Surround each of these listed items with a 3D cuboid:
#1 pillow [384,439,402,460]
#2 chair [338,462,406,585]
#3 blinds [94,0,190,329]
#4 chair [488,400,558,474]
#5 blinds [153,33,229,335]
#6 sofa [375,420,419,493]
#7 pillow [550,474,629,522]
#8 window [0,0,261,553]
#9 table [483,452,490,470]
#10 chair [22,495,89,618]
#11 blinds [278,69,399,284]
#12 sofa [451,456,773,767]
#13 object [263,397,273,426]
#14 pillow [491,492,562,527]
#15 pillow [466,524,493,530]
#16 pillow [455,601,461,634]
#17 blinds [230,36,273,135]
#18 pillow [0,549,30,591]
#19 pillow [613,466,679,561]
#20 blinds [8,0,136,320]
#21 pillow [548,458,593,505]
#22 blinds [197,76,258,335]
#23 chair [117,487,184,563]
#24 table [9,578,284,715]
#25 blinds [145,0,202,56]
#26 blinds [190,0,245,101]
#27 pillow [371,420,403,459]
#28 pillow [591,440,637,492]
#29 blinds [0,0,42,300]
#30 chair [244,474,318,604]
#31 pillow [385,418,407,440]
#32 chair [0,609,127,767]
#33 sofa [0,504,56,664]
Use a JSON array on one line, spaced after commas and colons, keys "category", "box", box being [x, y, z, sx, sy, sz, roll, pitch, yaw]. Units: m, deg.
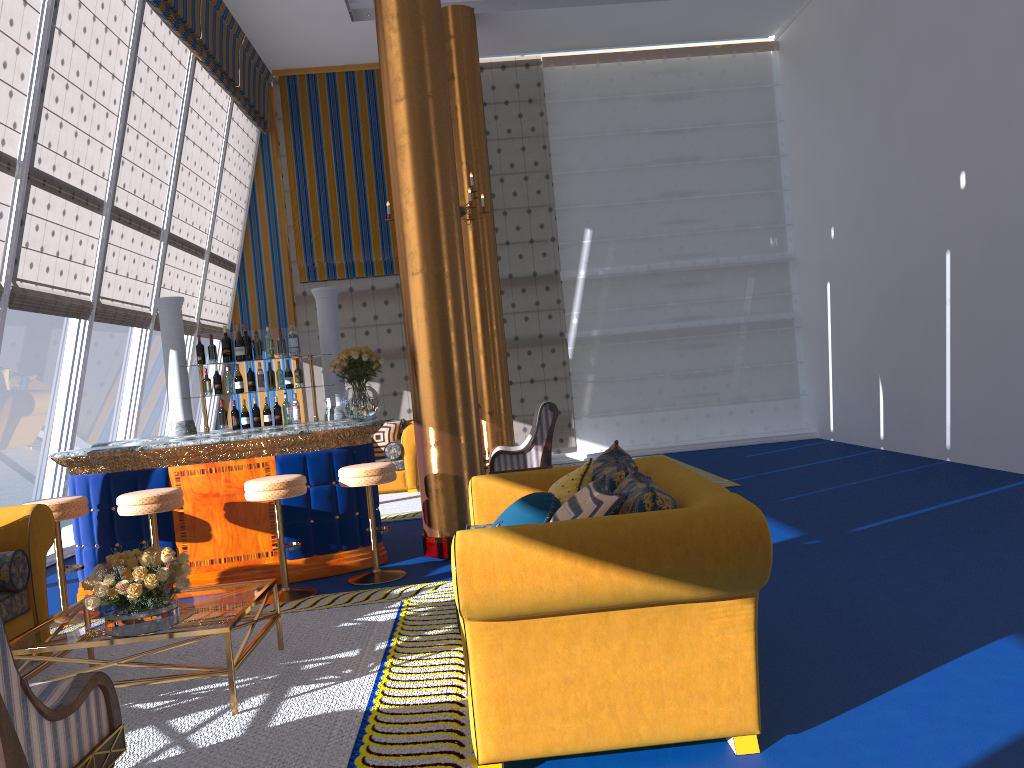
[{"category": "pillow", "box": [-1.415, 0.796, 10.757, 0.215, 0.219, 0.373, -5, 1, 2]}, {"category": "chair", "box": [-0.963, 0.942, 6.097, 0.402, 0.782, 0.394, -6, 1, -32]}, {"category": "blinds", "box": [-3.593, -2.307, 8.790, 0.875, 3.395, 1.363, -5, 1, -3]}, {"category": "chair", "box": [0.118, 0.695, 9.668, 0.785, 0.967, 0.793, -5, 1, -3]}, {"category": "blinds", "box": [-3.659, -2.318, 10.330, 0.875, 3.395, 1.363, -5, 1, -3]}, {"category": "sofa", "box": [-1.910, 0.949, 11.070, 1.849, 0.854, 1.010, -5, 1, -2]}, {"category": "pillow", "box": [0.245, 0.603, 3.285, 0.328, 0.456, 0.521, -5, 1, -3]}, {"category": "window", "box": [-3.647, -1.348, 5.060, 1.620, 5.857, 15.444, -5, 1, -2]}, {"category": "table", "box": [-0.293, 1.038, 10.530, 0.976, 0.369, 0.905, -5, 1, -3]}, {"category": "chair", "box": [-2.908, 1.126, 5.703, 0.394, 0.782, 0.402, -4, 1, 35]}, {"category": "blinds", "box": [-1.811, -3.020, 12.556, 2.664, 2.991, 0.152, -5, 1, -4]}, {"category": "sofa", "box": [0.323, 0.823, 3.621, 1.012, 0.854, 1.846, -5, 1, -1]}, {"category": "object", "box": [-2.034, 0.228, 7.363, 0.069, 0.244, 0.068, -6, 1, -22]}, {"category": "pillow", "box": [0.030, 0.641, 3.646, 0.395, 0.367, 0.455, -6, 1, -42]}, {"category": "pillow", "box": [-0.016, 0.739, 4.093, 0.377, 0.219, 0.215, -5, 1, 1]}, {"category": "pillow", "box": [-0.007, 0.748, 3.106, 0.372, 0.219, 0.215, -5, 1, 1]}, {"category": "blinds", "box": [-3.452, -3.887, 11.717, 0.339, 0.830, 1.522, -5, 1, -2]}, {"category": "pillow", "box": [-2.741, 0.985, 4.609, 0.373, 0.219, 0.214, -5, 1, -4]}, {"category": "pillow", "box": [0.448, 0.642, 3.308, 0.339, 0.610, 0.614, -5, 1, 2]}, {"category": "blinds", "box": [-3.531, -2.297, 7.322, 0.875, 3.395, 1.363, -5, 1, -3]}, {"category": "pillow", "box": [0.256, 0.577, 3.840, 0.232, 0.492, 0.611, -5, 1, 3]}, {"category": "blinds", "box": [-3.722, -2.328, 11.811, 0.875, 3.395, 1.363, -5, 1, -3]}, {"category": "chair", "box": [-2.266, 1.068, 5.644, 0.394, 0.782, 0.402, -4, 1, 35]}, {"category": "table", "box": [-1.663, 1.234, 4.107, 0.976, 0.369, 0.905, -5, 1, -3]}, {"category": "blinds", "box": [-3.321, -3.866, 8.641, 0.339, 0.830, 1.522, -5, 1, -2]}, {"category": "blinds", "box": [-3.386, -3.876, 10.177, 0.339, 0.830, 1.522, -5, 1, -2]}, {"category": "pillow", "box": [-1.603, 0.690, 11.014, 0.522, 0.456, 0.327, -5, 1, -4]}, {"category": "pillow", "box": [0.414, 0.607, 3.897, 0.353, 0.673, 0.601, -5, 1, 5]}, {"category": "blinds", "box": [-3.465, -2.287, 5.794, 0.875, 3.395, 1.363, -5, 1, -3]}, {"category": "chair", "box": [-1.509, 0.996, 5.786, 0.402, 0.782, 0.394, -6, 2, -44]}, {"category": "pillow", "box": [-1.615, 0.747, 11.214, 0.613, 0.610, 0.339, -5, 1, 2]}, {"category": "chair", "box": [-1.634, 0.936, 2.408, 0.795, 0.967, 0.783, -5, 1, -3]}, {"category": "sofa", "box": [-3.016, 1.114, 4.105, 1.003, 0.854, 1.843, -5, 1, -3]}]
